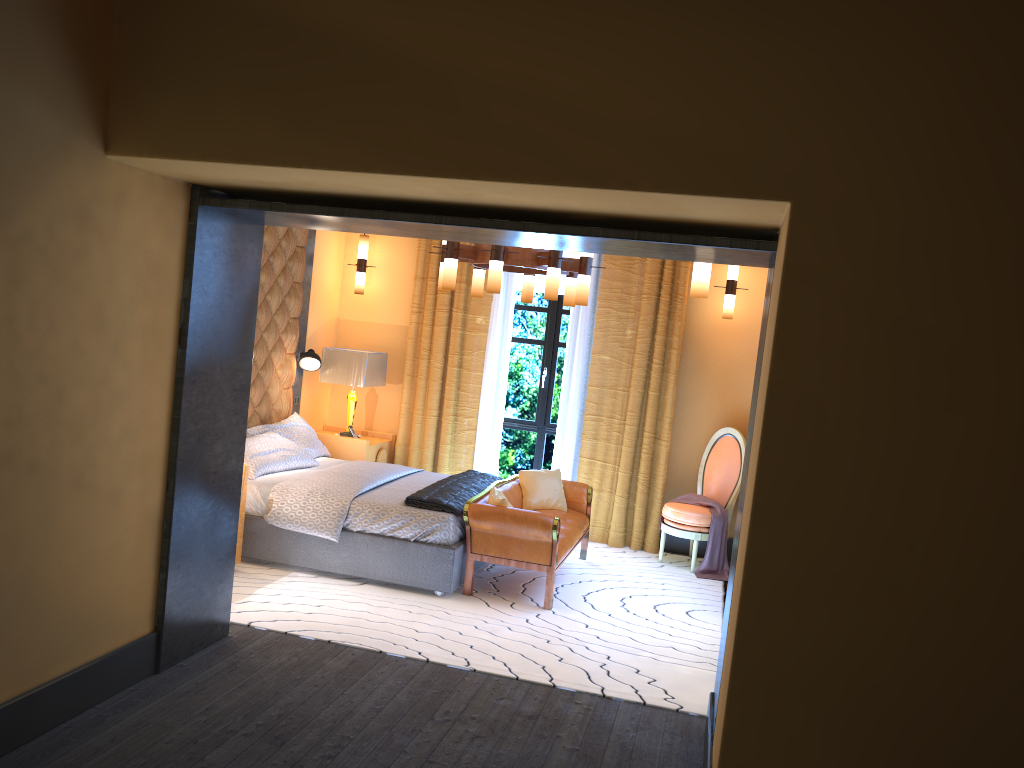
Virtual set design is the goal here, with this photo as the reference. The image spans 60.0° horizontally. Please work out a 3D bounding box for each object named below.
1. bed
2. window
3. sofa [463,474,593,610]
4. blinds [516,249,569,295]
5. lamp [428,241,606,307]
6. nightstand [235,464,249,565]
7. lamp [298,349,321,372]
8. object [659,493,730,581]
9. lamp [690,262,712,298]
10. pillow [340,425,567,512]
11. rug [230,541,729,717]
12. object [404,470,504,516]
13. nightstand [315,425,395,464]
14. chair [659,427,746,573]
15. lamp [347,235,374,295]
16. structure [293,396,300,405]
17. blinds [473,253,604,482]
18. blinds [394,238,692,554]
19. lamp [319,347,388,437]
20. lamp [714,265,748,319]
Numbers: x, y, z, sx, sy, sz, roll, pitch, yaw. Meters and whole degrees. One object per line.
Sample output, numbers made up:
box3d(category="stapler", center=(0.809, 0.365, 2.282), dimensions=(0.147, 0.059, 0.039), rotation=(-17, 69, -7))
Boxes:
box3d(category="bed", center=(-1.152, 0.769, 6.583), dimensions=(2.105, 0.826, 1.887), rotation=(7, 3, 13))
box3d(category="window", center=(0.336, -0.193, 8.101), dimensions=(1.199, 3.004, 0.130), rotation=(7, 4, 13))
box3d(category="sofa", center=(0.154, 1.063, 6.363), dimensions=(0.650, 0.641, 1.614), rotation=(7, 3, 13))
box3d(category="blinds", center=(0.448, -1.249, 8.014), dimensions=(1.199, 0.874, 0.013), rotation=(7, 4, 13))
box3d(category="lamp", center=(0.112, -1.654, 5.900), dimensions=(1.139, 2.171, 1.141), rotation=(9, 5, 35))
box3d(category="nightstand", center=(-2.118, 0.835, 5.426), dimensions=(0.720, 0.701, 0.707), rotation=(7, 4, 13))
box3d(category="lamp", center=(-1.558, -0.175, 7.604), dimensions=(0.568, 0.218, 0.231), rotation=(5, 4, -29))
box3d(category="object", center=(1.527, 1.198, 7.109), dimensions=(0.429, 0.573, 0.801), rotation=(4, 4, -29))
box3d(category="lamp", center=(0.948, -0.690, 4.345), dimensions=(0.199, 0.532, 0.199), rotation=(4, 5, -32))
box3d(category="pillow", center=(-0.341, 0.717, 7.013), dimensions=(1.147, 0.407, 2.623), rotation=(4, 4, -35))
box3d(category="rug", center=(-0.347, 1.335, 6.238), dimensions=(3.700, 0.016, 3.384), rotation=(7, 3, 13))
box3d(category="object", center=(-0.360, 0.760, 6.388), dimensions=(0.405, 0.105, 1.460), rotation=(7, 3, 13))
box3d(category="nightstand", center=(-1.513, 0.776, 7.973), dimensions=(0.720, 0.691, 0.679), rotation=(7, 4, 13))
box3d(category="chair", center=(1.537, 0.915, 7.199), dimensions=(0.632, 1.149, 0.499), rotation=(3, 5, -44))
box3d(category="lamp", center=(-1.358, -1.078, 8.017), dimensions=(0.199, 0.532, 0.199), rotation=(4, 5, -32))
box3d(category="structure", center=(-1.845, 0.139, 7.581), dimensions=(0.016, 0.071, 0.103), rotation=(7, 3, 13))
box3d(category="blinds", center=(0.268, -0.732, 7.763), dimensions=(2.049, 4.081, 0.236), rotation=(7, 4, 10))
box3d(category="blinds", center=(0.288, -0.748, 7.672), dimensions=(2.449, 4.152, 0.134), rotation=(7, 4, 13))
box3d(category="lamp", center=(-1.412, 0.102, 7.824), dimensions=(0.424, 0.803, 0.505), rotation=(7, 4, 13))
box3d(category="lamp", center=(1.800, -0.800, 7.277), dimensions=(0.199, 0.532, 0.199), rotation=(4, 5, -32))
